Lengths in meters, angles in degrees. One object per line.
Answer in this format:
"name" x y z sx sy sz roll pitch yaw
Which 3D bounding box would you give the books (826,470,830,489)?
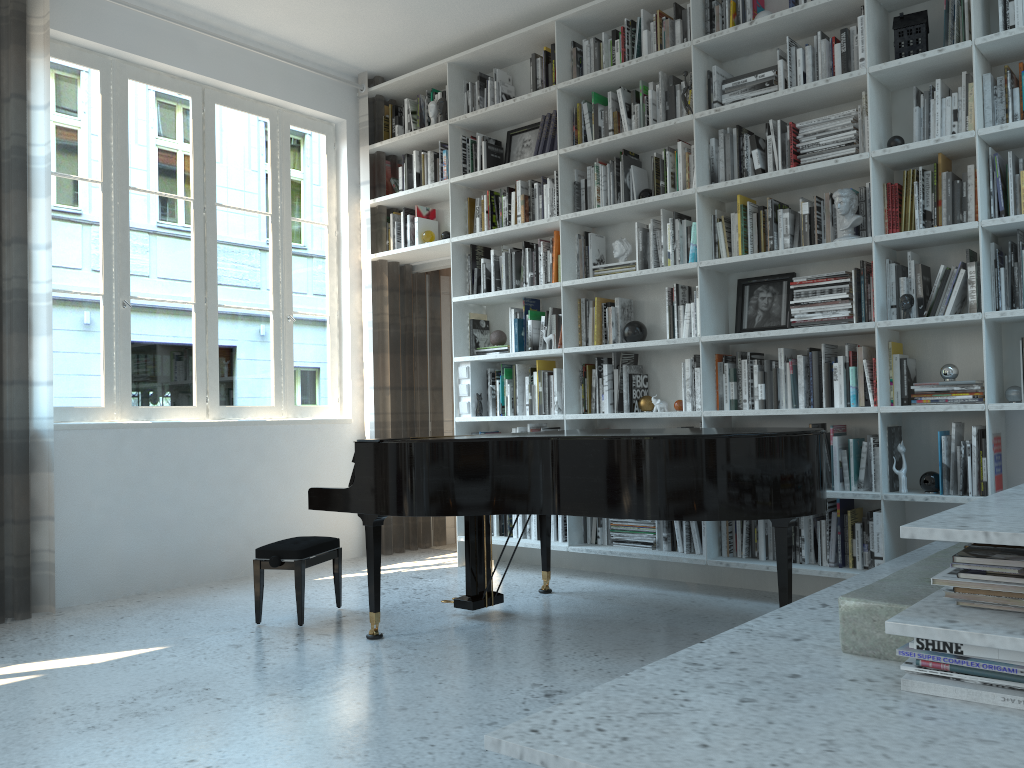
"books" 1.436 0.392 4.094 0.025 0.185 0.170 -3 -2 40

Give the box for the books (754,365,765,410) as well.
"books" 1.234 0.017 4.344 0.023 0.217 0.174 -3 -2 40

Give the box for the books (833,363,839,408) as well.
"books" 1.530 0.007 4.100 0.023 0.204 0.167 -3 -2 40

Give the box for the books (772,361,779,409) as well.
"books" 1.300 0.008 4.305 0.013 0.230 0.139 -3 -2 40

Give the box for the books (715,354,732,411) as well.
"books" 1.079 -0.007 4.504 0.012 0.285 0.159 -3 -2 40

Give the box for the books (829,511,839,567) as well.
"books" 1.514 0.708 4.090 0.044 0.251 0.187 -3 -2 40

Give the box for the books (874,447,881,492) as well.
"books" 1.649 0.376 3.940 0.027 0.196 0.146 -3 -2 40

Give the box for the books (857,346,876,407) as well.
"books" 1.617 -0.031 4.036 0.026 0.272 0.175 -3 -2 40

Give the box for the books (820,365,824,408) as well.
"books" 1.483 0.012 4.157 0.021 0.202 0.128 -3 -2 40

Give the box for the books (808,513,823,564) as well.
"books" 1.436 0.708 4.191 0.024 0.262 0.131 -3 -2 40

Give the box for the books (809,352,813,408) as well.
"books" 1.445 -0.016 4.180 0.010 0.261 0.181 -3 -2 40

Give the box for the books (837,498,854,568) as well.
"books" 1.537 0.673 4.076 0.013 0.317 0.186 -3 -2 40

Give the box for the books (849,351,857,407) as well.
"books" 1.585 -0.020 4.079 0.014 0.256 0.145 -3 -2 40

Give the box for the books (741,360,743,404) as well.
"books" 1.185 0.006 4.418 0.024 0.247 0.132 -3 -2 40

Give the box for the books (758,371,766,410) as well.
"books" 1.252 0.033 4.324 0.029 0.183 0.174 -3 -2 40

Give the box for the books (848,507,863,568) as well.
"books" 1.574 0.701 4.056 0.011 0.258 0.171 -3 -2 40

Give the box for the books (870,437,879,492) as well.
"books" 1.633 0.355 3.951 0.010 0.238 0.167 -3 -2 40

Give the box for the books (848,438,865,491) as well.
"books" 1.562 0.362 4.010 0.024 0.232 0.146 -3 -2 40

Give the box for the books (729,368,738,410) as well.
"books" 1.140 0.028 4.441 0.024 0.208 0.170 -3 -2 40

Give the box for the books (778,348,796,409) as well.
"books" 1.333 -0.025 4.279 0.026 0.291 0.152 -3 -2 40

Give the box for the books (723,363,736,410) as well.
"books" 1.112 0.016 4.449 0.027 0.234 0.167 -3 -2 40

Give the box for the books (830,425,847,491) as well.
"books" 1.496 0.335 4.053 0.015 0.293 0.169 -3 -2 40

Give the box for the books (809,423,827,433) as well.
"books" 1.422 0.334 4.110 0.013 0.303 0.181 -3 -2 40

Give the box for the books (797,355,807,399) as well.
"books" 1.405 -0.009 4.239 0.025 0.254 0.136 -3 -2 40

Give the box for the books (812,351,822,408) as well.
"books" 1.455 -0.018 4.162 0.028 0.264 0.161 -3 -2 40

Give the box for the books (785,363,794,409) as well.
"books" 1.359 0.010 4.268 0.025 0.220 0.140 -3 -2 40

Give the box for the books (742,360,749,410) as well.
"books" 1.194 0.006 4.388 0.027 0.245 0.179 -3 -2 40

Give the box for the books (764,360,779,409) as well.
"books" 1.278 0.005 4.311 0.029 0.238 0.165 -3 -2 40

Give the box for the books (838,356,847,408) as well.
"books" 1.547 -0.009 4.085 0.023 0.234 0.174 -3 -2 40

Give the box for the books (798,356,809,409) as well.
"books" 1.408 -0.006 4.202 0.026 0.245 0.191 -3 -2 40

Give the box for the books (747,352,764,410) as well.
"books" 1.206 -0.013 4.373 0.013 0.282 0.166 -3 -2 40

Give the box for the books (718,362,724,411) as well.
"books" 1.093 0.013 4.488 0.029 0.244 0.154 -3 -2 40

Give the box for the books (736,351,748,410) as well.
"books" 1.169 -0.014 4.439 0.027 0.290 0.140 -3 -2 40

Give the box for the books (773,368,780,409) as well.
"books" 1.307 0.024 4.283 0.023 0.196 0.165 -3 -2 40

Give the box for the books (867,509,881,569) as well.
"books" 1.642 0.699 4.003 0.013 0.256 0.176 -3 -2 40

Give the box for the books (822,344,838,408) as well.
"books" 1.488 -0.036 4.140 0.012 0.296 0.177 -3 -2 40

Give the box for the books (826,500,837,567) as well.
"books" 1.499 0.688 4.116 0.011 0.292 0.184 -3 -2 40

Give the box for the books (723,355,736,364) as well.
"books" 1.104 -0.004 4.470 0.011 0.275 0.146 -3 -2 40

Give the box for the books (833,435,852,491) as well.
"books" 1.508 0.359 4.038 0.022 0.244 0.180 -3 -2 40

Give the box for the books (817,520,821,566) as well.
"books" 1.465 0.733 4.136 0.010 0.206 0.180 -3 -2 40

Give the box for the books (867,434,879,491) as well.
"books" 1.625 0.351 3.967 0.022 0.249 0.130 -3 -2 40

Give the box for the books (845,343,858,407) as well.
"books" 1.569 -0.039 4.083 0.014 0.293 0.137 -3 -2 40

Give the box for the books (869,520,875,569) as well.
"books" 1.654 0.717 3.984 0.029 0.217 0.191 -3 -2 40

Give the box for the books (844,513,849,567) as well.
"books" 1.569 0.712 4.080 0.028 0.238 0.140 -3 -2 40

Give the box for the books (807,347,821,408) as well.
"books" 1.438 -0.027 4.208 0.014 0.286 0.134 -3 -2 40

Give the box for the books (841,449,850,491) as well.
"books" 1.542 0.388 4.032 0.036 0.183 0.146 -3 -2 40

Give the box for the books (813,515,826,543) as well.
"books" 1.467 0.731 4.177 0.040 0.212 0.129 -3 -2 40

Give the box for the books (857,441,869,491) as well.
"books" 1.603 0.367 3.999 0.053 0.220 0.132 -3 -2 40

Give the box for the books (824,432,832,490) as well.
"books" 1.482 0.354 4.098 0.066 0.261 0.133 -3 -2 40

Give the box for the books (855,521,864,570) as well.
"books" 1.606 0.726 4.029 0.022 0.205 0.191 -3 -2 40

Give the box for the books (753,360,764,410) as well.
"books" 1.231 0.005 4.376 0.021 0.244 0.141 -3 -2 40

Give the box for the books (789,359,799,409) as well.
"books" 1.374 0.000 4.246 0.031 0.237 0.159 -3 -2 40

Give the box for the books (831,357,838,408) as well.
"books" 1.523 -0.007 4.121 0.014 0.235 0.154 -3 -2 40

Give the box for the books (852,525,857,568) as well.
"books" 1.595 0.734 4.051 0.024 0.191 0.155 -3 -2 40

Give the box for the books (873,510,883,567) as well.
"books" 1.660 0.688 3.906 0.038 0.269 0.277 -3 -2 40

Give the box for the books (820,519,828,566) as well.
"books" 1.484 0.730 4.127 0.029 0.210 0.170 -3 -2 40

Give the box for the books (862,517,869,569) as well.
"books" 1.632 0.714 4.022 0.028 0.227 0.162 -3 -2 40

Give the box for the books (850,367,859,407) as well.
"books" 1.584 0.015 4.048 0.023 0.183 0.169 -3 -2 40

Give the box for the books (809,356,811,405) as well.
"books" 1.444 -0.011 4.195 0.011 0.251 0.158 -3 -2 40

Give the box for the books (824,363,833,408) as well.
"books" 1.502 0.008 4.125 0.024 0.207 0.183 -3 -2 40
